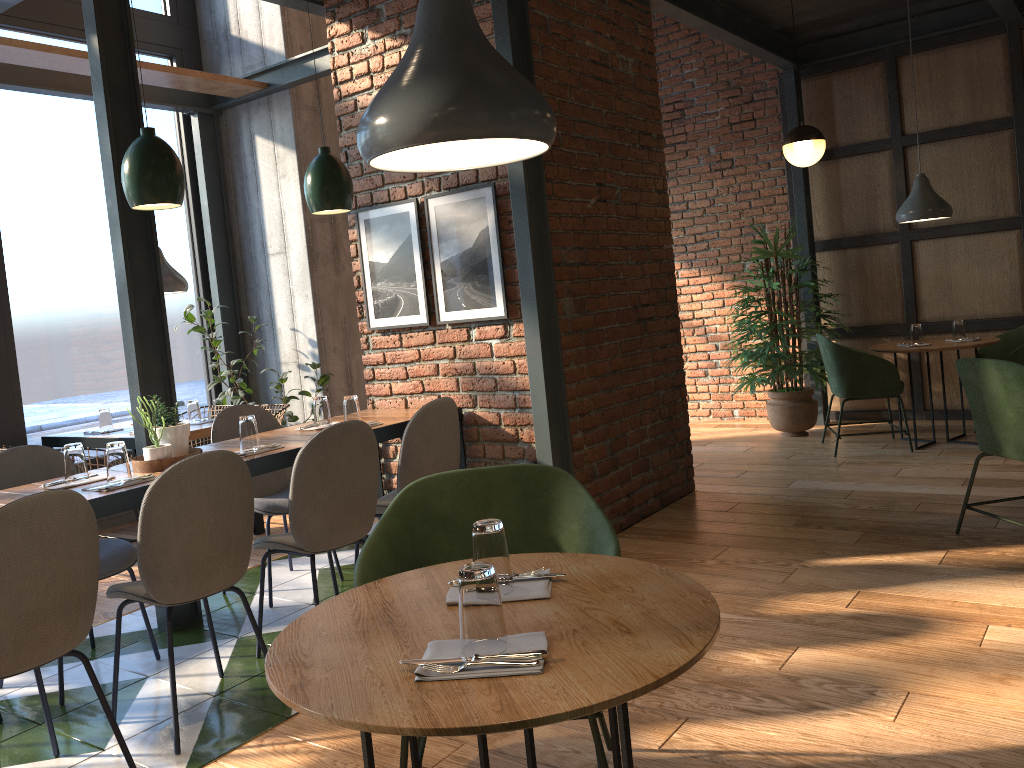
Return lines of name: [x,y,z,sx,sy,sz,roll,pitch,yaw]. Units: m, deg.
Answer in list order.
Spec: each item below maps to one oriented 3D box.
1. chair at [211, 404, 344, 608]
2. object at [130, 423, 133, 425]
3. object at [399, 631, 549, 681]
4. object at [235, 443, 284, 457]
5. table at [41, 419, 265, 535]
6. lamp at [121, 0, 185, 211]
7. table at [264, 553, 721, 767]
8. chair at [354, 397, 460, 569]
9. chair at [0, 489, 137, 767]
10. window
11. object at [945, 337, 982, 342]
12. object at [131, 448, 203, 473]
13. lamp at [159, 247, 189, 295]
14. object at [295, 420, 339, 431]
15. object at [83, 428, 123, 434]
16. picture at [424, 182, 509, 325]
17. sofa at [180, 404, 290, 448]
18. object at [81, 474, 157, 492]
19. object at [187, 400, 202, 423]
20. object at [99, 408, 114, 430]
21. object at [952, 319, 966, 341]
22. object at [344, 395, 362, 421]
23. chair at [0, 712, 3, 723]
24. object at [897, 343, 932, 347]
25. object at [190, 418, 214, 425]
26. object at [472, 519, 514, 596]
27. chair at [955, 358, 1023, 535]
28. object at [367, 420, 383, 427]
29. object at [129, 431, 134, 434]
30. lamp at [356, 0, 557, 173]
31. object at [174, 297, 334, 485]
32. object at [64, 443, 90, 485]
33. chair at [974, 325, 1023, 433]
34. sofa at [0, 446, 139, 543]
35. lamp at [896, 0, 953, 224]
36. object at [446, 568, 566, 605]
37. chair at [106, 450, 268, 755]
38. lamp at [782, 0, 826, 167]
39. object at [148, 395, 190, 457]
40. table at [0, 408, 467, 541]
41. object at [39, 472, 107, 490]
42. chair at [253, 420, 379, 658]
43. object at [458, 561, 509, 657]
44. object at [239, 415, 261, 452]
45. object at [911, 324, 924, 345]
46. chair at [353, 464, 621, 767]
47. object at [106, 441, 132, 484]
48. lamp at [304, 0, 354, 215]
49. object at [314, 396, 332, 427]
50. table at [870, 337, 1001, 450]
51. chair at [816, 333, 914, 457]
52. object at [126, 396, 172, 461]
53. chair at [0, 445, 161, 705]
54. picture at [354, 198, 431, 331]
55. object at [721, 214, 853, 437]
chair: [-1.138,0.540,4.236,0.507,0.885,0.420,-3,4,42]
object: [-2.367,0.245,5.792,0.242,0.019,0.158,-2,7,36]
object: [-0.059,0.437,1.441,0.242,0.019,0.158,-5,5,5]
object: [-1.042,0.263,3.522,0.157,0.019,0.244,-2,7,36]
table: [-2.244,0.622,5.521,1.270,0.704,0.661,-2,5,36]
lamp: [-1.452,-1.675,3.323,0.223,2.017,0.224,-4,3,39]
table: [0.000,0.769,1.629,0.809,0.685,0.808,-8,5,-23]
chair: [-0.455,0.506,3.854,0.507,0.885,0.420,-4,4,32]
chair: [-1.390,0.732,2.448,0.507,0.885,0.420,-4,4,32]
window: [-4.951,-1.765,3.348,0.127,5.586,8.757,-4,5,36]
object: [3.051,-0.302,5.978,0.157,0.019,0.243,-6,5,2]
object: [-1.313,0.290,3.378,0.251,0.046,0.254,-5,5,10]
lamp: [-2.411,-2.782,5.384,0.353,4.480,0.353,-7,3,-19]
object: [-0.882,0.189,4.136,0.157,0.019,0.244,-2,6,35]
object: [-2.549,0.289,5.513,0.242,0.019,0.158,-2,6,35]
picture: [-0.223,-0.611,4.224,0.429,0.630,0.015,-3,4,36]
sofa: [-1.917,0.533,5.979,1.090,0.731,0.472,-3,5,36]
object: [-1.359,0.339,3.053,0.157,0.019,0.244,-2,7,36]
object: [-1.961,0.168,5.461,0.080,0.138,0.080,-5,3,9]
object: [-2.537,0.221,5.525,0.080,0.138,0.080,-7,4,-22]
object: [3.022,-0.367,5.997,0.080,0.138,0.080,-5,3,15]
object: [-0.720,0.121,3.982,0.080,0.138,0.080,-5,3,9]
chair: [-2.061,0.754,2.944,0.507,0.885,0.420,-4,4,33]
object: [2.719,-0.271,6.006,0.157,0.019,0.243,-6,5,2]
object: [-1.924,0.230,5.471,0.242,0.019,0.158,-2,7,36]
object: [-0.042,0.340,1.748,0.080,0.138,0.080,-5,3,18]
chair: [2.272,0.271,3.792,0.515,0.817,0.640,-6,4,-9]
object: [-0.707,0.189,3.955,0.157,0.019,0.244,-2,7,36]
object: [-2.135,0.276,5.212,0.242,0.019,0.158,-2,7,36]
lamp: [-0.318,-2.628,1.467,0.353,4.480,0.353,-7,3,-19]
object: [-1.847,0.099,6.396,0.901,1.494,0.859,-8,4,-35]
object: [-1.560,0.282,3.165,0.080,0.138,0.080,-8,4,-31]
chair: [3.430,-0.049,5.960,0.514,0.817,0.641,-5,4,11]
sofa: [-2.572,0.685,5.066,1.090,0.731,0.472,-3,5,36]
lamp: [2.561,-3.332,5.883,0.353,4.480,0.353,-7,3,-19]
object: [-0.012,0.402,1.772,0.242,0.019,0.158,-5,5,5]
chair: [-1.091,0.656,2.937,0.507,0.885,0.420,-3,4,42]
lamp: [1.732,-3.302,5.713,0.268,3.786,0.268,-6,3,-11]
object: [-1.321,0.169,3.426,0.145,0.276,0.146,-5,3,17]
table: [-1.275,0.690,3.424,0.657,0.764,2.784,-3,6,36]
object: [-1.560,0.346,3.198,0.157,0.019,0.244,-2,7,36]
chair: [-0.740,0.579,3.388,0.507,0.885,0.420,-3,4,43]
object: [-0.052,0.368,1.460,0.080,0.138,0.080,-5,3,18]
object: [-1.055,0.195,3.550,0.080,0.138,0.080,-5,3,9]
object: [2.735,-0.337,5.990,0.080,0.138,0.080,-5,3,15]
chair: [-0.035,0.654,2.185,0.638,0.817,0.516,-6,3,1]
object: [-1.372,0.271,3.081,0.080,0.138,0.080,-6,3,-1]
lamp: [-0.935,-1.795,4.044,0.223,2.017,0.224,-4,3,39]
object: [-0.881,0.126,4.102,0.080,0.138,0.080,-8,4,-32]
table: [2.909,0.060,6.058,0.808,0.685,0.809,-7,4,-14]
chair: [2.418,0.037,6.135,0.514,0.817,0.641,-5,4,11]
object: [-1.333,0.180,3.300,0.115,0.281,0.128,-4,4,32]
chair: [-1.696,0.676,3.385,0.507,0.885,0.420,-4,4,32]
picture: [-0.611,-0.598,4.506,0.429,0.630,0.015,-3,4,36]
object: [2.115,-0.457,6.879,0.978,1.719,0.916,-6,3,1]
